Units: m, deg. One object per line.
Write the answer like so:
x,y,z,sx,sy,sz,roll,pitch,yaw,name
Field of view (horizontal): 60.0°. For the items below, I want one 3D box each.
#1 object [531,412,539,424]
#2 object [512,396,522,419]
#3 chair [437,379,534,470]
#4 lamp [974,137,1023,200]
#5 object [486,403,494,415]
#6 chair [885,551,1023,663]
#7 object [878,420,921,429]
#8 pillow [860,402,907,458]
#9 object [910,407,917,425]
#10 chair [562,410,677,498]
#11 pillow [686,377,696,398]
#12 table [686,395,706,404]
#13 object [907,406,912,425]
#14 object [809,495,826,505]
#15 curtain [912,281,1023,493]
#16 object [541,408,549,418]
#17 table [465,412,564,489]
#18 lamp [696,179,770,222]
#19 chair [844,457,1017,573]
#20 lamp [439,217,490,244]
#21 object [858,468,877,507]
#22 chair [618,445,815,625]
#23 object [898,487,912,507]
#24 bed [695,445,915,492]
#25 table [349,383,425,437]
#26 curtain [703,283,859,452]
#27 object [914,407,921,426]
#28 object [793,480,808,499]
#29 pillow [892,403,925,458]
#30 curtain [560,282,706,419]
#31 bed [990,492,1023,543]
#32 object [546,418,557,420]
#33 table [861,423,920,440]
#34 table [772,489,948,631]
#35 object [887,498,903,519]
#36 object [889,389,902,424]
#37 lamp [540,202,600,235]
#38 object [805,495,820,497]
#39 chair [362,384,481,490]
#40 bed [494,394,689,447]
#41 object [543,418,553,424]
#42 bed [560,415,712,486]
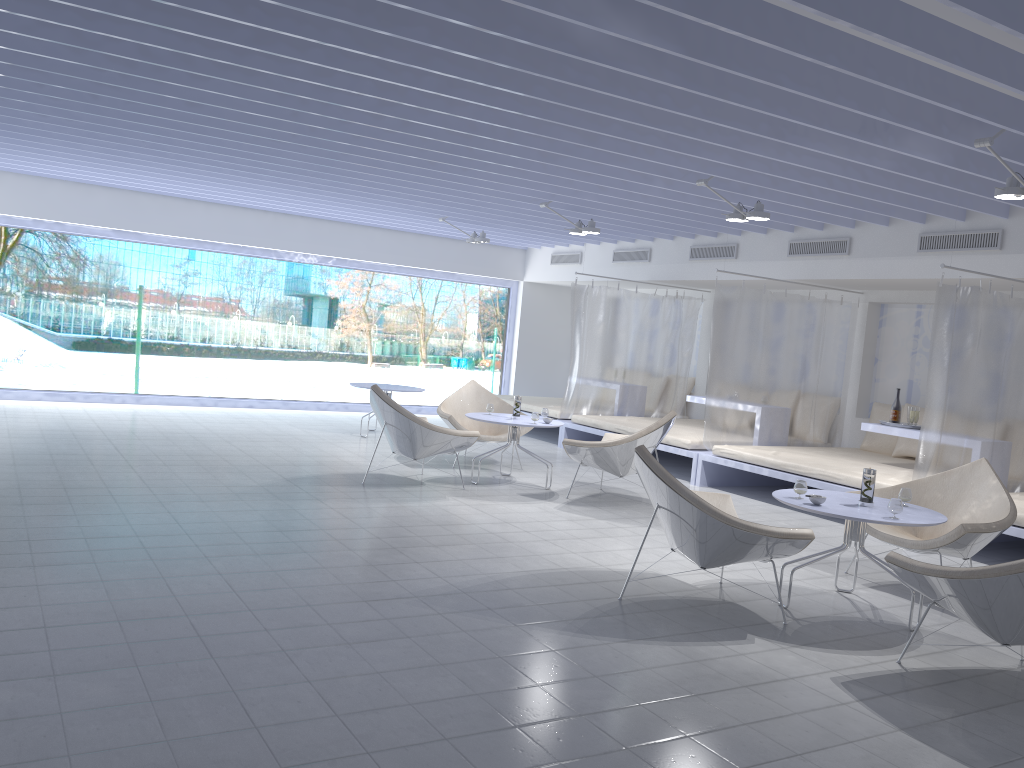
0.184,0.271,7.065,0.068,0.091,0.068,5,3,-3,object
0.042,0.193,7.352,0.075,0.189,0.075,3,4,-39,object
-0.297,0.358,8.294,0.906,0.759,0.753,4,3,-21,chair
2.655,-1.145,4.713,0.587,0.218,0.380,3,4,-31,lamp
-0.186,0.213,7.496,0.068,0.091,0.068,5,3,-9,object
2.073,0.848,3.496,0.906,0.759,0.753,4,3,-16,chair
3.282,0.345,7.487,0.275,0.031,0.429,3,4,-30,object
3.672,0.451,8.652,0.230,0.521,0.524,3,4,-29,pillow
3.326,0.279,7.367,0.059,0.174,0.059,7,4,27,object
0.911,0.543,6.987,0.753,0.759,0.906,7,4,29,chair
2.077,0.139,11.336,0.231,0.510,0.572,3,4,-30,pillow
2.289,0.404,9.112,0.416,0.450,1.065,3,4,-31,table
3.344,0.275,7.462,0.059,0.174,0.059,7,4,27,object
1.495,0.570,4.345,0.082,0.043,0.082,3,4,-30,object
3.714,0.089,6.673,2.050,1.552,0.151,3,4,-31,curtain
0.279,0.253,7.531,0.068,0.091,0.068,3,4,-39,object
-0.001,0.553,7.339,0.825,0.534,0.823,3,4,-40,table
1.586,-1.345,6.498,0.587,0.218,0.380,3,4,-31,lamp
2.461,0.793,5.105,0.753,0.759,0.906,4,4,-27,chair
-0.561,-1.746,10.084,0.587,0.218,0.380,3,4,-31,lamp
1.789,0.520,4.457,0.075,0.185,0.075,7,3,22,object
0.912,0.692,4.360,0.753,0.759,0.906,4,3,-14,chair
2.026,0.582,4.569,0.068,0.091,0.068,2,4,-41,object
3.124,0.877,7.698,2.022,0.422,2.200,3,4,-31,bed
-1.379,0.294,9.675,0.825,0.534,0.823,6,3,16,table
2.622,-0.099,8.573,1.998,1.559,0.125,3,4,-33,curtain
3.377,0.281,7.406,0.059,0.174,0.059,7,4,27,object
1.462,0.535,4.495,0.068,0.091,0.068,2,4,-41,object
3.873,0.468,8.269,0.537,0.527,0.233,8,4,39,pillow
1.455,-0.333,10.445,2.050,1.552,0.151,3,4,-31,curtain
4.241,1.084,5.803,2.016,0.427,2.200,3,4,-31,bed
0.317,0.282,7.161,0.098,0.016,0.012,7,4,25,object
3.412,0.613,7.236,0.416,0.450,1.065,3,4,-31,table
1.711,0.873,4.476,0.823,0.534,0.825,8,4,36,table
1.798,0.584,4.161,0.068,0.091,0.068,2,4,-41,object
3.272,0.190,7.545,0.092,0.302,0.092,7,4,26,object
0.518,-1.544,8.283,0.587,0.218,0.380,3,4,-31,lamp
1.468,0.549,4.331,0.098,0.016,0.012,3,4,-32,object
-0.795,0.391,6.898,0.753,0.759,0.906,3,4,-36,chair
0.866,0.455,11.470,2.022,0.422,2.200,3,4,-31,bed
0.289,0.298,7.180,0.082,0.043,0.082,7,4,27,object
1.983,0.663,9.574,2.016,0.427,2.200,3,4,-31,bed
